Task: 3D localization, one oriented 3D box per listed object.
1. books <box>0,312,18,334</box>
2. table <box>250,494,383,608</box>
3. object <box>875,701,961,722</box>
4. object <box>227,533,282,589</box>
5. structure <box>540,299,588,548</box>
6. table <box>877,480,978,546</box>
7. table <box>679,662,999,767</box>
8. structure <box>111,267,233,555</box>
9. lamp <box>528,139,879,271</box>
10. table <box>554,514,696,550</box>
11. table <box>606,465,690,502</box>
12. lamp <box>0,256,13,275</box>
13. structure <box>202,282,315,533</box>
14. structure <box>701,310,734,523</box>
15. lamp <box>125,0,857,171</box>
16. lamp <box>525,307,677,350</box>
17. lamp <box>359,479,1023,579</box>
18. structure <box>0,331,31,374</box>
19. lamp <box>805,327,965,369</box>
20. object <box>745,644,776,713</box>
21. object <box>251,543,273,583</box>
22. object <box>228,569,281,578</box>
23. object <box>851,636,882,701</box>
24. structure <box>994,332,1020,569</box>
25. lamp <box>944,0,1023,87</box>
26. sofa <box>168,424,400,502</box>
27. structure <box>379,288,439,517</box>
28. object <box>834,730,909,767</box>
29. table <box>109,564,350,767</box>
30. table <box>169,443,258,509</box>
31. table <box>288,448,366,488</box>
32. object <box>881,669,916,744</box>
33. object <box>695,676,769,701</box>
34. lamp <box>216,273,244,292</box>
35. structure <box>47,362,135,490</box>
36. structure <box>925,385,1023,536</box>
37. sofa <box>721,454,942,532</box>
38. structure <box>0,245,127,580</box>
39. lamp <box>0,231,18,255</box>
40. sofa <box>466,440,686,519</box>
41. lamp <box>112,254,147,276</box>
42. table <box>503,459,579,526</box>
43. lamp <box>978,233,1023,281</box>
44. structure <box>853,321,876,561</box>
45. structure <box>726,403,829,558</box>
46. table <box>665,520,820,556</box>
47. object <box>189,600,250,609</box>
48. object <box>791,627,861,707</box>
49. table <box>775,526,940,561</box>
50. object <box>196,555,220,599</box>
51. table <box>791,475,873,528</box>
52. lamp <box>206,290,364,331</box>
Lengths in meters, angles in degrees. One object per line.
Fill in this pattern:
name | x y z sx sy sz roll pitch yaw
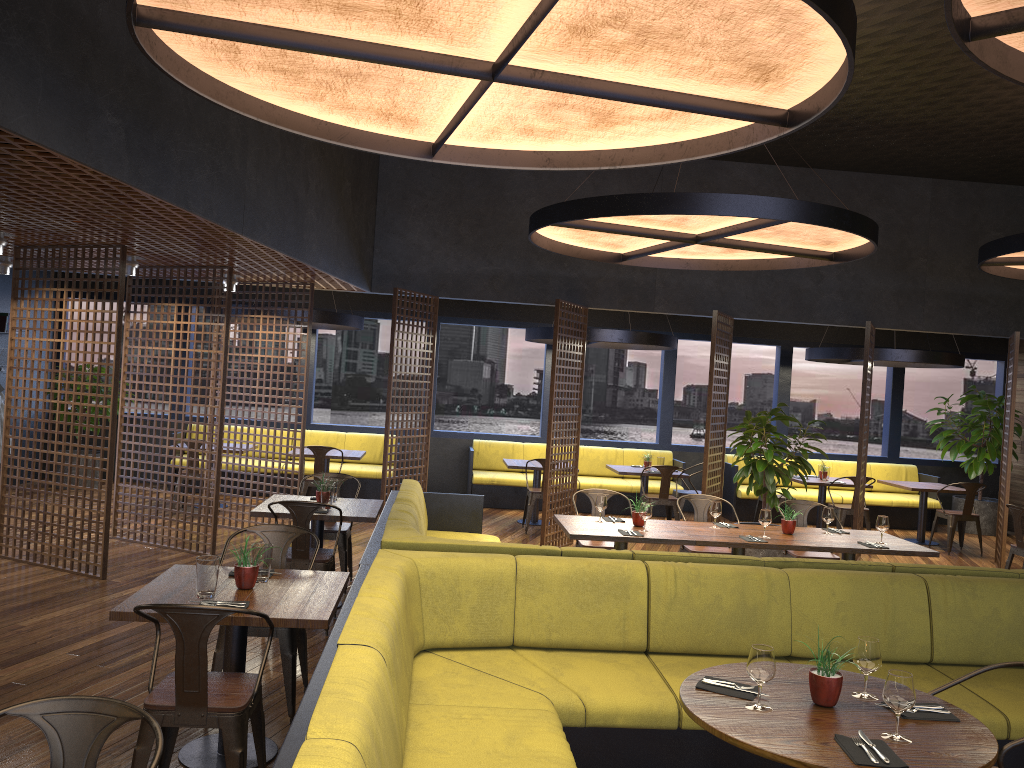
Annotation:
books | -6.336 -0.763 11.123 0.177 0.245 0.450 4 0 -5
table | -1.487 1.312 6.818 0.887 0.763 0.906 4 0 -5
object | 1.382 1.117 3.047 0.255 0.019 0.157 4 0 -2
object | -1.228 0.819 4.139 0.260 0.271 0.238 4 0 -3
structure | 0.580 0.462 9.735 0.050 2.700 0.852 4 0 25
table | 5.506 1.737 11.857 0.887 0.763 0.906 4 0 -5
table | 1.057 1.486 3.017 1.007 0.760 1.007 4 0 33
structure | -3.289 0.222 8.535 1.319 2.700 0.050 4 0 25
lamp | 1.568 -1.863 7.327 2.778 1.475 2.778 4 0 -4
table | 0.796 1.457 6.696 0.906 0.763 0.887 4 0 -5
table | 1.726 1.499 11.562 0.906 0.763 0.887 4 0 -5
lamp | -5.002 -1.168 8.722 0.228 0.172 0.228 4 0 -5
structure | -2.772 0.251 9.622 1.319 2.700 0.050 4 0 25
structure | 2.271 0.569 9.869 0.050 2.700 0.852 4 0 25
lamp | -0.031 -1.951 3.648 2.778 1.475 2.778 4 0 -1
lamp | 1.227 -1.595 11.639 1.979 2.172 1.979 4 0 40
lamp | -0.919 0.373 6.152 9.057 2.714 3.017 4 0 -4
structure | -6.293 -0.396 10.895 0.293 0.563 1.220 4 0 -5
lamp | 5.056 -1.356 11.942 1.979 2.172 1.979 4 0 -20
object | 0.837 0.989 2.987 0.097 0.206 0.097 4 0 37
object | -1.211 0.866 4.285 0.102 0.178 0.102 4 0 -19
object | -1.279 0.941 4.439 0.255 0.019 0.157 4 0 -5
object | 1.270 1.016 3.174 0.097 0.206 0.097 4 0 34
structure | 5.654 0.782 10.137 0.050 2.700 0.852 4 0 25
lamp | 2.578 -1.781 2.026 2.778 1.475 2.778 4 0 45
sofa | -3.150 1.111 12.490 3.061 0.914 0.966 4 0 -5
structure | -1.111 0.356 9.602 0.050 2.700 0.852 4 0 25
object | 1.076 1.099 2.685 0.157 0.019 0.255 4 0 2
table | -1.271 1.335 4.126 0.887 0.763 0.906 4 0 -5
table | -3.747 1.154 11.125 0.887 0.763 0.906 4 0 -5
table | -2.354 1.242 11.235 0.887 0.763 0.906 4 0 -5
object | 1.217 1.014 2.793 0.097 0.206 0.097 4 0 20
object | 0.792 1.079 3.157 0.255 0.019 0.157 4 0 28
lamp | -2.893 -1.036 9.091 0.228 0.172 0.228 4 0 -5
structure | -5.834 0.519 12.195 1.166 1.763 0.993 3 0 -34
structure | 6.906 1.109 13.118 1.493 2.184 1.272 4 0 -4
sofa | 4.674 1.604 13.109 3.061 0.914 0.966 4 0 -5
structure | -3.806 0.193 7.449 1.319 2.700 0.050 4 0 25
lamp | -4.030 -1.100 6.911 0.228 0.172 0.228 4 0 -5
sofa | 0.903 1.367 12.810 3.061 0.914 0.966 4 0 -5
lamp | -3.450 -1.067 7.987 0.228 0.172 0.228 4 0 -5
table | 0.332 1.411 11.448 0.887 0.763 0.906 4 0 -5
lamp | 5.583 -1.686 7.564 2.778 1.362 2.778 3 0 -40
structure | 3.963 0.675 10.003 0.050 2.700 0.852 4 0 25
structure | 2.647 1.065 9.250 1.166 1.763 0.993 3 0 -34
table | 1.698 1.514 6.767 0.906 0.763 0.887 4 0 -5
object | -1.262 0.944 3.800 0.255 0.019 0.157 4 0 -5
object | 1.076 0.968 3.055 0.238 0.271 0.260 4 0 17
table | 2.597 1.570 6.844 0.906 0.763 0.887 4 0 -5
object | -1.354 0.858 3.937 0.102 0.178 0.102 4 0 -19
table | 4.114 1.649 11.751 0.906 0.763 0.887 4 0 -5
lamp | -2.828 -1.851 11.318 1.979 2.172 1.979 4 0 2
